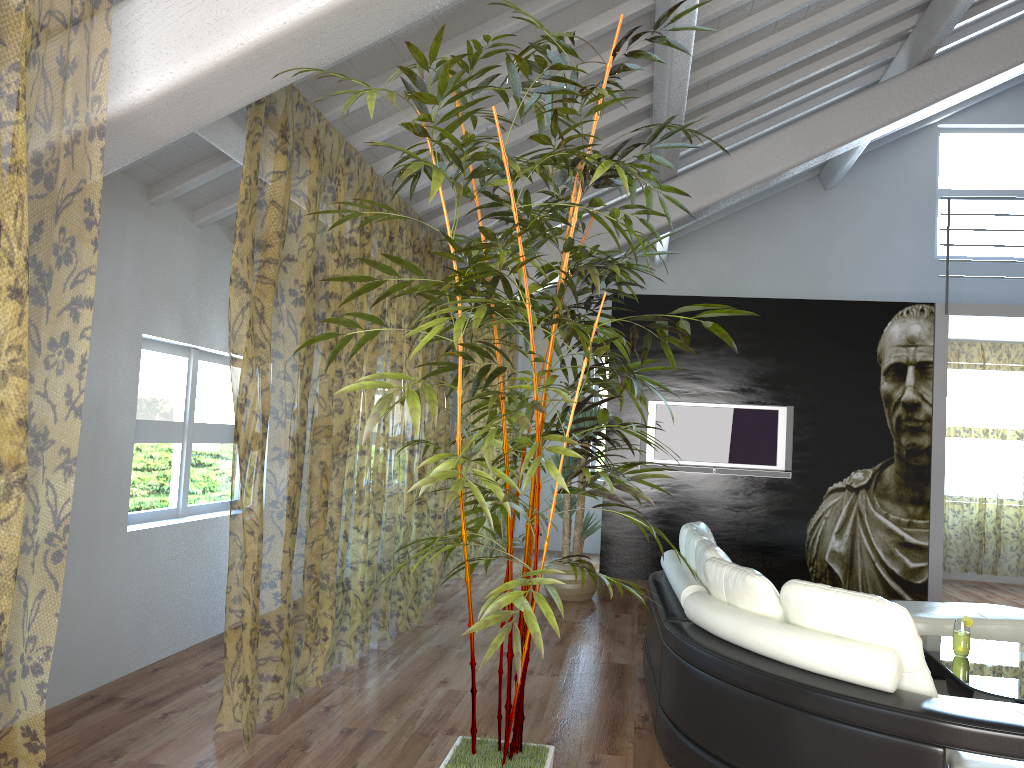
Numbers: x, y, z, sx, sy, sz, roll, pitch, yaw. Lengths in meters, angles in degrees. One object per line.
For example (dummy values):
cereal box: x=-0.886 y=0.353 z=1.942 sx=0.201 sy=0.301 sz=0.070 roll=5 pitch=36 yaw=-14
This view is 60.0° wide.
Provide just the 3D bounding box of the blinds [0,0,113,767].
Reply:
blinds: x=-1.391 y=-0.121 z=0.566 sx=0.306 sy=2.546 sz=3.505 roll=3 pitch=-4 yaw=9

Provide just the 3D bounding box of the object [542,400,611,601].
object: x=0.475 y=0.890 z=6.958 sx=0.588 sy=1.586 sz=0.564 roll=0 pitch=-5 yaw=42

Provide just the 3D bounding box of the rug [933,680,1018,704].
rug: x=2.698 y=1.591 z=3.957 sx=2.307 sy=0.020 sz=2.313 roll=4 pitch=-4 yaw=-21

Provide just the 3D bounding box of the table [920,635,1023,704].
table: x=2.514 y=1.424 z=3.916 sx=1.201 sy=0.290 sz=1.201 roll=2 pitch=-4 yaw=12

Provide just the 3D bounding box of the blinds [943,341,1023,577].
blinds: x=5.347 y=0.771 z=8.789 sx=2.780 sy=2.324 sz=0.306 roll=3 pitch=-4 yaw=9

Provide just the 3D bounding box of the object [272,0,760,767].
object: x=0.105 y=0.127 z=2.641 sx=1.177 sy=2.473 sz=1.399 roll=1 pitch=-4 yaw=34

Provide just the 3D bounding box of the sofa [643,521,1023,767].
sofa: x=1.208 y=1.101 z=3.706 sx=1.359 sy=0.805 sz=3.047 roll=4 pitch=-4 yaw=-12

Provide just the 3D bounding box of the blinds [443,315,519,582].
blinds: x=-0.212 y=0.442 z=8.536 sx=0.306 sy=2.546 sz=2.780 roll=3 pitch=-4 yaw=9

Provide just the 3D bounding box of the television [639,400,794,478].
television: x=1.833 y=0.489 z=7.990 sx=1.336 sy=0.639 sz=0.044 roll=3 pitch=-4 yaw=9

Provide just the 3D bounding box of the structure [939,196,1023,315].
structure: x=4.293 y=-1.434 z=2.661 sx=2.536 sy=1.055 sz=10.133 roll=3 pitch=-4 yaw=9

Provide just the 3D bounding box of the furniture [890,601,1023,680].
furniture: x=2.615 y=1.489 z=5.177 sx=1.134 sy=0.367 sz=0.596 roll=4 pitch=-4 yaw=-8

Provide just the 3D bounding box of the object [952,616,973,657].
object: x=2.098 y=1.174 z=4.137 sx=0.075 sy=0.192 sz=0.081 roll=2 pitch=-4 yaw=14

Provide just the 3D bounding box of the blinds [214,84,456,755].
blinds: x=-0.761 y=0.180 z=4.816 sx=0.306 sy=2.546 sz=3.505 roll=3 pitch=-4 yaw=9
